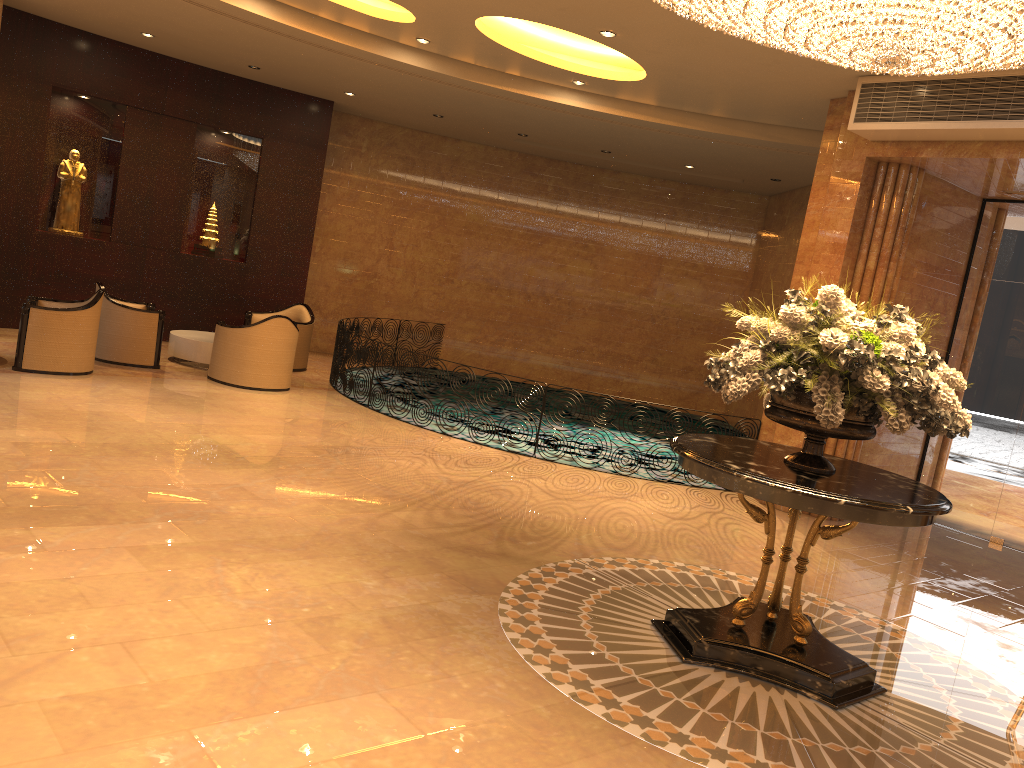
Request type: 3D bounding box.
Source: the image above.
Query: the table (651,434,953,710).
[{"bbox_3d":[1.520,0.980,4.939,1.493,1.089,1.493,16,9,42],"label":"table"}]

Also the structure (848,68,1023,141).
[{"bbox_3d":[4.592,-2.143,6.739,0.425,0.483,4.113,4,9,-41],"label":"structure"}]

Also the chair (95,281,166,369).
[{"bbox_3d":[-4.672,-0.739,10.752,0.769,0.916,0.951,6,8,-31],"label":"chair"}]

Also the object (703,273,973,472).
[{"bbox_3d":[1.738,-0.032,4.807,1.277,0.999,1.318,9,7,-11],"label":"object"}]

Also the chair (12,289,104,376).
[{"bbox_3d":[-4.838,-0.620,9.500,0.769,0.916,0.951,7,7,-26],"label":"chair"}]

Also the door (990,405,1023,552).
[{"bbox_3d":[5.815,0.478,8.488,0.195,2.758,1.880,4,9,-41],"label":"door"}]

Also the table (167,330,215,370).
[{"bbox_3d":[-3.903,-0.429,11.712,1.196,0.354,1.196,9,7,-14],"label":"table"}]

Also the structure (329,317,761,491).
[{"bbox_3d":[-0.548,-0.021,12.224,3.815,0.995,7.624,7,7,-23],"label":"structure"}]

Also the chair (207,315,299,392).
[{"bbox_3d":[-3.028,-0.432,10.662,0.769,0.916,0.951,17,9,43],"label":"chair"}]

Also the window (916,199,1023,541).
[{"bbox_3d":[5.881,0.110,8.444,0.047,3.571,3.515,4,9,-41],"label":"window"}]

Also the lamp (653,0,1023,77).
[{"bbox_3d":[2.059,-2.237,4.516,3.206,1.196,3.204,10,7,-4],"label":"lamp"}]

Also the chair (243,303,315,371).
[{"bbox_3d":[-3.294,-0.725,12.718,0.951,0.916,0.769,13,7,23],"label":"chair"}]
